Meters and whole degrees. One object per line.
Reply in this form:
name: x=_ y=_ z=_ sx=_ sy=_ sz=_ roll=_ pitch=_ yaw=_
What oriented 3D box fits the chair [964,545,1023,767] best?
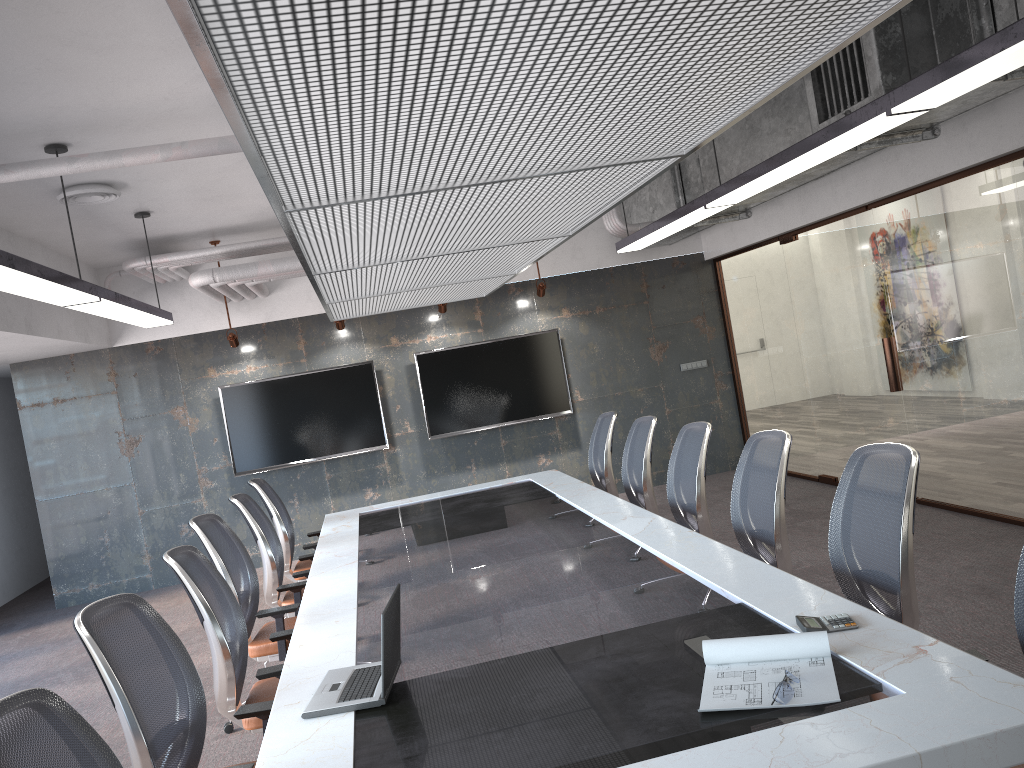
chair: x=1.285 y=0.870 z=2.299 sx=0.828 sy=1.166 sz=0.789 roll=-11 pitch=2 yaw=-30

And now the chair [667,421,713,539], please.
chair: x=0.860 y=0.860 z=5.108 sx=0.789 sy=1.166 sz=0.828 roll=-8 pitch=2 yaw=45

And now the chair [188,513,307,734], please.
chair: x=-1.278 y=1.240 z=4.943 sx=0.828 sy=1.166 sz=0.789 roll=-11 pitch=2 yaw=-39

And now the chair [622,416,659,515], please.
chair: x=0.703 y=0.859 z=6.043 sx=0.789 sy=1.166 sz=0.828 roll=-8 pitch=2 yaw=45

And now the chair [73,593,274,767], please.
chair: x=-0.924 y=1.238 z=2.975 sx=0.828 sy=1.166 sz=0.789 roll=-11 pitch=2 yaw=-35

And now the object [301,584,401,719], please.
object: x=-0.514 y=0.855 z=2.881 sx=0.308 sy=0.277 sz=0.366 roll=-10 pitch=2 yaw=1

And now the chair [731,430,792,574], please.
chair: x=1.018 y=0.860 z=4.174 sx=0.789 sy=1.166 sz=0.828 roll=-8 pitch=2 yaw=45

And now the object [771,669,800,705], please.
object: x=0.716 y=0.782 z=2.311 sx=0.049 sy=0.036 sz=0.200 roll=-9 pitch=2 yaw=27

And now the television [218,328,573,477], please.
television: x=-1.193 y=0.175 z=9.533 sx=3.667 sy=0.960 sz=0.101 roll=-10 pitch=2 yaw=-9

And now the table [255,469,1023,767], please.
table: x=-0.042 y=1.243 z=4.526 sx=1.898 sy=0.745 sz=5.498 roll=-10 pitch=2 yaw=-9

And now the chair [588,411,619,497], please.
chair: x=0.545 y=0.858 z=6.977 sx=0.789 sy=1.166 sz=0.828 roll=-8 pitch=2 yaw=45

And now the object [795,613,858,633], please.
object: x=0.965 y=0.729 z=2.722 sx=0.161 sy=0.026 sz=0.126 roll=-10 pitch=2 yaw=5

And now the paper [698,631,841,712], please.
paper: x=0.686 y=0.769 z=2.395 sx=0.348 sy=0.069 sz=0.379 roll=-9 pitch=2 yaw=16

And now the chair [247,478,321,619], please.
chair: x=-1.490 y=1.223 z=6.726 sx=0.789 sy=1.166 sz=0.828 roll=-8 pitch=2 yaw=45

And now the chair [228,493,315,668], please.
chair: x=-1.333 y=1.224 z=5.792 sx=0.789 sy=1.166 sz=0.828 roll=-8 pitch=2 yaw=45

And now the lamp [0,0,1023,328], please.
lamp: x=-0.455 y=-1.245 z=4.366 sx=4.126 sy=0.908 sz=6.097 roll=-10 pitch=2 yaw=-9

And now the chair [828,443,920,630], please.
chair: x=1.176 y=0.861 z=3.239 sx=0.789 sy=1.166 sz=0.828 roll=-8 pitch=2 yaw=45

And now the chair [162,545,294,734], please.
chair: x=-1.017 y=1.225 z=3.923 sx=0.789 sy=1.166 sz=0.828 roll=-8 pitch=2 yaw=45

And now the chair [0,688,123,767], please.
chair: x=-0.701 y=1.226 z=2.054 sx=0.789 sy=1.166 sz=0.828 roll=-8 pitch=2 yaw=45
